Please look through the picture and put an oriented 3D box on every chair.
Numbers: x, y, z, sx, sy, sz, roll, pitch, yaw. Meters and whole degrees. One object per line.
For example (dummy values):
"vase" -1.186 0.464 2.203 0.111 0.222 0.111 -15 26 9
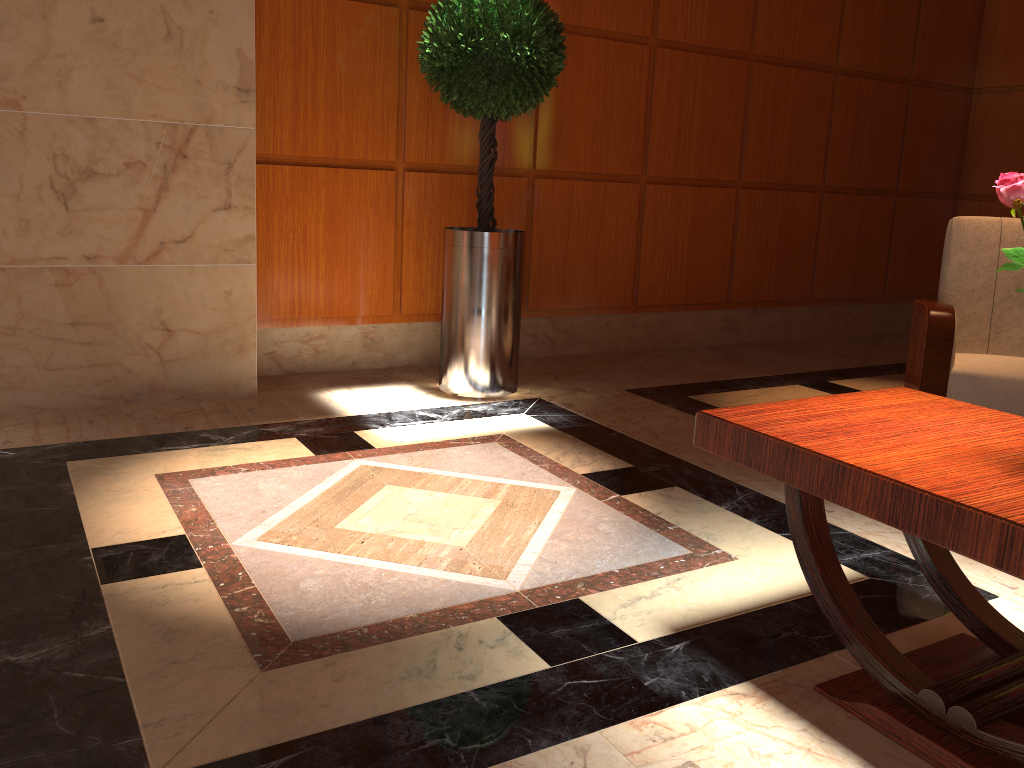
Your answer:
"chair" 2.129 -0.218 3.772 0.739 0.954 0.632 6 12 18

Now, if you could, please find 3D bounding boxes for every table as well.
"table" 1.005 0.418 1.726 0.725 0.530 1.175 -4 14 -30

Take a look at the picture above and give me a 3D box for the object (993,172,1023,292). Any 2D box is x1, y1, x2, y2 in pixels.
"object" 1.065 -0.132 1.624 0.327 0.591 0.353 1 11 -11

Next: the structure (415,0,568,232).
"structure" -0.115 -1.071 4.224 0.724 1.700 0.724 11 14 36
